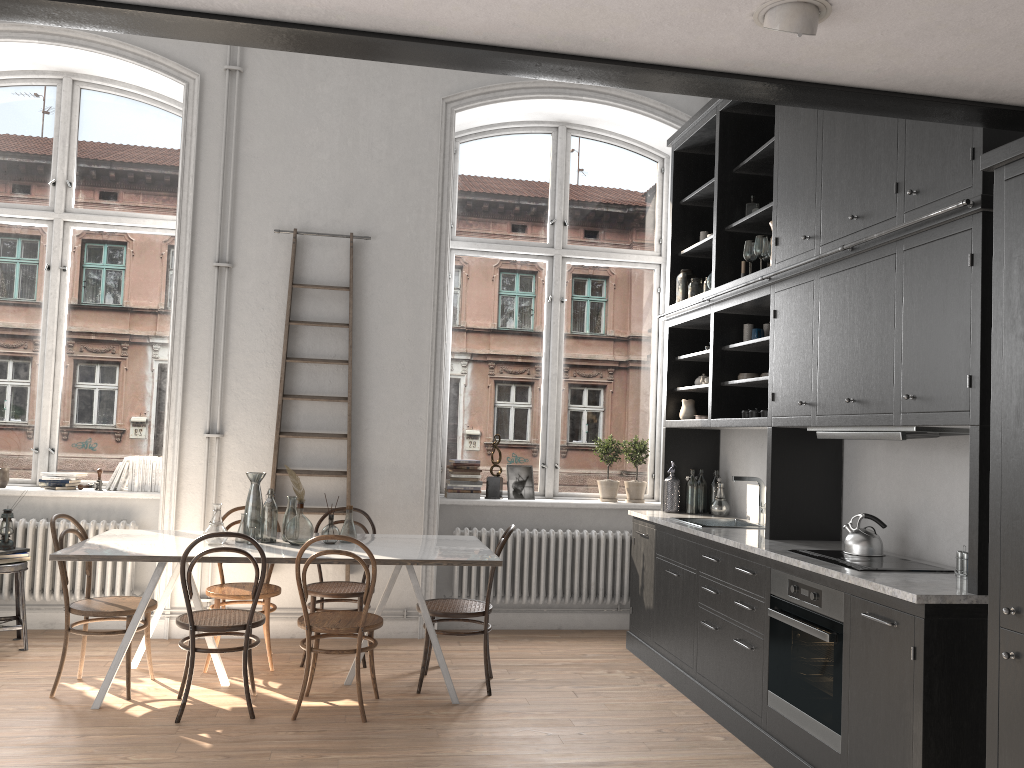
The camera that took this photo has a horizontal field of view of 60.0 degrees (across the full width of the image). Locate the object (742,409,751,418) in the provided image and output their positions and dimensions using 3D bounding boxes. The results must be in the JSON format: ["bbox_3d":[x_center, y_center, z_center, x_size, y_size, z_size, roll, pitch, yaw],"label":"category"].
[{"bbox_3d":[1.364,0.172,5.089,0.088,0.059,0.104,3,-3,-21],"label":"object"}]

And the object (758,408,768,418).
[{"bbox_3d":[1.414,0.162,4.882,0.104,0.059,0.088,2,-3,-1],"label":"object"}]

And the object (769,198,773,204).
[{"bbox_3d":[1.585,-1.041,5.363,0.065,0.177,0.084,2,-3,12],"label":"object"}]

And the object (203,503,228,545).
[{"bbox_3d":[-1.607,0.762,4.822,0.132,0.219,0.132,3,-3,-21],"label":"object"}]

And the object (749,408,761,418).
[{"bbox_3d":[1.376,0.166,4.977,0.088,0.059,0.104,4,-4,-31],"label":"object"}]

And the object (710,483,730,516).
[{"bbox_3d":[1.385,0.767,5.895,0.132,0.219,0.120,3,-3,-10],"label":"object"}]

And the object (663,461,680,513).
[{"bbox_3d":[1.096,0.701,6.069,0.109,0.349,0.109,4,-3,-29],"label":"object"}]

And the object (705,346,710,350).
[{"bbox_3d":[1.310,-0.223,5.863,0.071,0.047,0.072,1,-4,28],"label":"object"}]

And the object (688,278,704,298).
[{"bbox_3d":[1.247,-0.631,5.979,0.114,0.155,0.114,3,-3,-6],"label":"object"}]

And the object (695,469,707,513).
[{"bbox_3d":[1.303,0.738,6.119,0.086,0.301,0.086,2,-3,4],"label":"object"}]

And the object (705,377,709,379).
[{"bbox_3d":[1.314,-0.034,5.919,0.055,0.047,0.058,2,-3,5],"label":"object"}]

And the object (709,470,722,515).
[{"bbox_3d":[1.385,0.736,6.025,0.086,0.301,0.086,0,-4,36],"label":"object"}]

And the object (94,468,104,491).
[{"bbox_3d":[-2.854,0.660,6.134,0.048,0.153,0.088,5,-4,-40],"label":"object"}]

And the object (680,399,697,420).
[{"bbox_3d":[1.210,0.180,6.066,0.127,0.144,0.115,4,-4,-31],"label":"object"}]

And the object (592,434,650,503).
[{"bbox_3d":[0.843,0.649,6.851,0.500,0.524,0.234,3,-3,-21],"label":"object"}]

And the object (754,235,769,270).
[{"bbox_3d":[1.396,-0.717,4.966,0.083,0.221,0.083,0,-4,37],"label":"object"}]

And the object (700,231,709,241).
[{"bbox_3d":[1.335,-0.984,6.157,0.059,0.135,0.082,1,-3,18],"label":"object"}]

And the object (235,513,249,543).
[{"bbox_3d":[-1.505,0.806,4.968,0.083,0.158,0.083,3,-3,-14],"label":"object"}]

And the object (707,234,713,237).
[{"bbox_3d":[1.376,-0.969,6.054,0.096,0.095,0.096,1,-3,24],"label":"object"}]

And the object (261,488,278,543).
[{"bbox_3d":[-1.365,0.740,4.996,0.086,0.301,0.086,3,-3,-24],"label":"object"}]

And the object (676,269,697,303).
[{"bbox_3d":[1.204,-0.666,6.118,0.118,0.238,0.118,4,-3,-24],"label":"object"}]

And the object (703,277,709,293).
[{"bbox_3d":[1.318,-0.630,5.888,0.096,0.150,0.096,3,-3,-21],"label":"object"}]

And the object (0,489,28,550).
[{"bbox_3d":[-3.157,0.848,5.598,0.163,0.383,0.154,4,-4,-36],"label":"object"}]

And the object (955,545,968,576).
[{"bbox_3d":[1.800,0.701,3.530,0.040,0.116,0.080,2,-3,-5],"label":"object"}]

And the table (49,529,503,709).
[{"bbox_3d":[-1.240,1.284,4.951,2.200,0.779,1.100,3,-3,-10],"label":"table"}]

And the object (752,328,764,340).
[{"bbox_3d":[1.451,-0.277,5.248,0.140,0.093,0.082,5,-4,-45],"label":"object"}]

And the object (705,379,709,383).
[{"bbox_3d":[1.313,-0.014,5.918,0.058,0.033,0.056,4,-4,-35],"label":"object"}]

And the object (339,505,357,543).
[{"bbox_3d":[-0.945,0.809,5.134,0.101,0.211,0.101,1,-3,29],"label":"object"}]

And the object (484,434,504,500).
[{"bbox_3d":[-0.126,0.619,6.678,0.122,0.488,0.102,1,-3,15],"label":"object"}]

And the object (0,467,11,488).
[{"bbox_3d":[-3.490,0.636,6.059,0.100,0.142,0.102,4,-4,-35],"label":"object"}]

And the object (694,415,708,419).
[{"bbox_3d":[1.304,0.230,5.921,0.180,0.037,0.180,4,-4,-25],"label":"object"}]

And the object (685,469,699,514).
[{"bbox_3d":[1.223,0.730,6.025,0.086,0.301,0.086,3,-3,-24],"label":"object"}]

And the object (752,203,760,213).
[{"bbox_3d":[1.469,-1.021,5.314,0.041,0.125,0.053,5,-4,-43],"label":"object"}]

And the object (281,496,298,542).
[{"bbox_3d":[-1.267,0.773,5.086,0.098,0.255,0.100,4,-3,-33],"label":"object"}]

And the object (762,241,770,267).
[{"bbox_3d":[1.475,-0.706,5.096,0.083,0.221,0.083,3,-3,-18],"label":"object"}]

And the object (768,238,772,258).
[{"bbox_3d":[1.489,-0.711,5.015,0.083,0.221,0.083,3,-3,-11],"label":"object"}]

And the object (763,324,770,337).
[{"bbox_3d":[1.528,-0.291,5.326,0.082,0.135,0.059,1,-3,18],"label":"object"}]

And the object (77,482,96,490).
[{"bbox_3d":[-2.950,0.710,6.172,0.088,0.048,0.153,0,-4,30],"label":"object"}]

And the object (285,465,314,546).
[{"bbox_3d":[-1.178,0.672,4.942,0.156,0.446,0.157,2,-3,8],"label":"object"}]

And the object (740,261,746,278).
[{"bbox_3d":[1.393,-0.665,5.341,0.123,0.161,0.123,2,-3,-1],"label":"object"}]

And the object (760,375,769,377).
[{"bbox_3d":[1.531,-0.029,5.233,0.132,0.038,0.132,0,-4,38],"label":"object"}]

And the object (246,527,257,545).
[{"bbox_3d":[-1.430,0.835,4.883,0.058,0.094,0.058,1,-3,18],"label":"object"}]

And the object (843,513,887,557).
[{"bbox_3d":[1.600,0.680,4.034,0.171,0.186,0.171,2,-3,1],"label":"object"}]

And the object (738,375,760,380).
[{"bbox_3d":[-1.476,0.767,5.366,5.827,1.841,0.792,2,-3,-5],"label":"object"}]

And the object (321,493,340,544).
[{"bbox_3d":[-1.029,0.765,5.044,0.107,0.283,0.107,3,-3,-15],"label":"object"}]

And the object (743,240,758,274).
[{"bbox_3d":[1.370,-0.710,5.094,0.083,0.221,0.083,1,-3,22],"label":"object"}]

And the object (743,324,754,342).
[{"bbox_3d":[1.436,-0.291,5.364,0.082,0.135,0.059,5,-4,-42],"label":"object"}]

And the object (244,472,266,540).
[{"bbox_3d":[-1.479,0.701,5.091,0.116,0.382,0.116,2,-3,1],"label":"object"}]

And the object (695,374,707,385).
[{"bbox_3d":[1.314,-0.020,6.078,0.140,0.100,0.125,4,-4,-28],"label":"object"}]

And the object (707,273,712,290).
[{"bbox_3d":[1.295,-0.754,5.569,0.134,0.357,0.134,0,-4,35],"label":"object"}]

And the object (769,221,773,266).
[{"bbox_3d":[1.436,-0.748,4.795,0.094,0.267,0.116,0,-3,32],"label":"object"}]

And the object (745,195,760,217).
[{"bbox_3d":[1.466,-1.054,5.405,0.084,0.199,0.065,2,-3,12],"label":"object"}]
